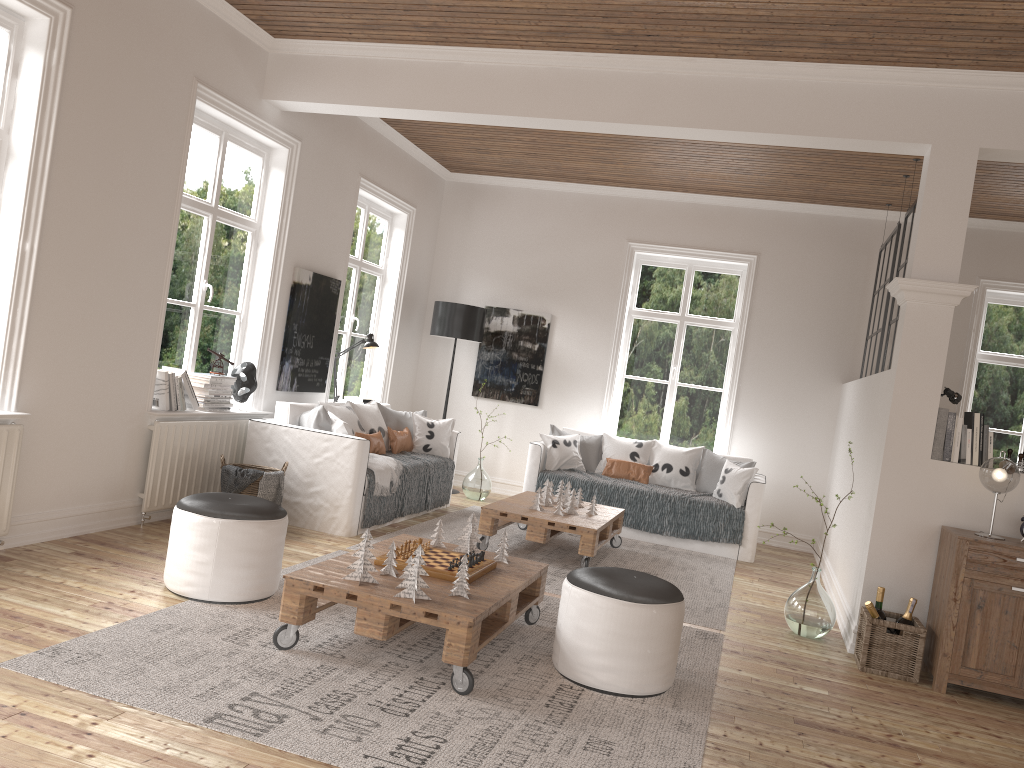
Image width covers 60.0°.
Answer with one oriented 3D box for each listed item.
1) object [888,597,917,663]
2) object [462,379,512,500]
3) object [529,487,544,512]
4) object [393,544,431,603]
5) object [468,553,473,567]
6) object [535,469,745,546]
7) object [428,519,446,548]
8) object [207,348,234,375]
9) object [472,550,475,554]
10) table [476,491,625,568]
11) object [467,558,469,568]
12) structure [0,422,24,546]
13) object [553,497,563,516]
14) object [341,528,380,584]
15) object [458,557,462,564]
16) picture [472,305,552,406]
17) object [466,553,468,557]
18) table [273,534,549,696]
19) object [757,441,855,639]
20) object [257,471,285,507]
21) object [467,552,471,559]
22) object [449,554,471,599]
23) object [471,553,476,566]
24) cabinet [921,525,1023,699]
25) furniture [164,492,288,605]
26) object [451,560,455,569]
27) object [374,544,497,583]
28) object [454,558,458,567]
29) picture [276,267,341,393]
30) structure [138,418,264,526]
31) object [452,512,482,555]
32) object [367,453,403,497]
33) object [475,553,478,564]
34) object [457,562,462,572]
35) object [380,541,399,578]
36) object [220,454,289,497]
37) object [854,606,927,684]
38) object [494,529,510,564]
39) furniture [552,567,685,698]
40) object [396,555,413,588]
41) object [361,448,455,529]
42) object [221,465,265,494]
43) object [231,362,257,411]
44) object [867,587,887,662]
[{"bbox_3d":[1.974,1.259,4.518,0.127,0.361,0.094,9,1,16],"label":"object"},{"bbox_3d":[-0.195,0.523,8.259,0.275,1.117,0.515,9,1,32],"label":"object"},{"bbox_3d":[0.181,0.777,6.044,0.093,0.161,0.088,9,1,25],"label":"object"},{"bbox_3d":[-0.362,0.709,3.359,0.107,0.208,0.106,9,1,32],"label":"object"},{"bbox_3d":[-0.181,0.771,3.884,0.025,0.058,0.025,8,1,-29],"label":"object"},{"bbox_3d":[1.093,0.994,7.489,1.704,0.390,0.656,9,1,16],"label":"object"},{"bbox_3d":[-0.362,0.732,4.370,0.079,0.137,0.075,8,1,-26],"label":"object"},{"bbox_3d":[-1.910,-0.146,5.801,0.177,0.161,0.092,8,1,-16],"label":"object"},{"bbox_3d":[-0.179,0.780,4.062,0.017,0.037,0.017,9,1,35],"label":"object"},{"bbox_3d":[0.300,1.025,6.274,0.821,0.300,1.189,9,1,16],"label":"table"},{"bbox_3d":[-0.196,0.775,3.840,0.022,0.047,0.022,8,1,-16],"label":"object"},{"bbox_3d":[-2.565,0.575,3.632,0.095,0.829,1.223,9,1,16],"label":"structure"},{"bbox_3d":[0.321,0.818,5.981,0.068,0.124,0.072,9,1,0],"label":"object"},{"bbox_3d":[-0.582,0.672,3.492,0.109,0.213,0.108,9,1,40],"label":"object"},{"bbox_3d":[-0.226,0.775,3.892,0.017,0.037,0.017,9,1,35],"label":"object"},{"bbox_3d":[-0.006,-0.281,8.728,0.680,0.908,0.041,9,1,16],"label":"picture"},{"bbox_3d":[-0.204,0.778,3.976,0.017,0.037,0.017,9,1,35],"label":"object"},{"bbox_3d":[-0.366,0.958,3.877,0.821,0.300,1.189,9,1,16],"label":"table"},{"bbox_3d":[1.611,0.840,4.902,0.515,1.117,0.275,8,1,-18],"label":"object"},{"bbox_3d":[-1.614,0.696,5.537,0.290,0.356,0.349,8,1,-45],"label":"object"},{"bbox_3d":[-0.192,0.779,4.018,0.017,0.037,0.017,9,1,35],"label":"object"},{"bbox_3d":[-0.195,0.753,3.509,0.085,0.166,0.085,9,1,1],"label":"object"},{"bbox_3d":[-0.171,0.774,3.925,0.025,0.055,0.025,8,1,-42],"label":"object"},{"bbox_3d":[2.795,1.202,4.204,1.432,0.750,0.408,9,1,16],"label":"cabinet"},{"bbox_3d":[-1.321,0.746,4.116,0.518,0.430,0.518,9,1,37],"label":"furniture"},{"bbox_3d":[-0.253,0.772,3.809,0.017,0.037,0.017,9,1,35],"label":"object"},{"bbox_3d":[-0.330,0.796,3.946,0.429,0.036,0.429,9,1,16],"label":"object"},{"bbox_3d":[-0.241,0.774,3.853,0.017,0.037,0.017,9,1,35],"label":"object"},{"bbox_3d":[-1.542,-0.390,6.774,0.041,0.908,0.680,9,1,16],"label":"picture"},{"bbox_3d":[-1.974,0.634,5.721,0.095,0.829,1.223,9,1,16],"label":"structure"},{"bbox_3d":[-0.199,0.723,4.316,0.118,0.204,0.111,9,1,39],"label":"object"},{"bbox_3d":[-1.106,0.586,6.267,0.729,0.255,0.588,9,1,20],"label":"object"},{"bbox_3d":[-0.159,0.779,3.969,0.022,0.047,0.022,8,1,-42],"label":"object"},{"bbox_3d":[-0.219,0.777,3.754,0.019,0.040,0.019,9,1,12],"label":"object"},{"bbox_3d":[-0.500,0.718,3.669,0.082,0.141,0.077,8,1,-3],"label":"object"},{"bbox_3d":[-1.645,0.679,5.566,0.393,0.432,0.393,9,1,38],"label":"object"},{"bbox_3d":[1.899,1.308,4.469,0.276,0.270,0.276,9,1,16],"label":"object"},{"bbox_3d":[-0.041,0.769,4.243,0.082,0.160,0.082,9,1,5],"label":"object"},{"bbox_3d":[0.448,1.017,3.718,0.518,0.430,0.518,9,1,19],"label":"furniture"},{"bbox_3d":[-0.407,0.739,3.489,0.076,0.132,0.072,9,1,16],"label":"object"},{"bbox_3d":[-0.997,0.733,6.690,0.651,0.423,1.680,9,1,16],"label":"object"},{"bbox_3d":[-1.653,0.673,5.495,0.303,0.332,0.367,9,1,7],"label":"object"},{"bbox_3d":[-1.851,0.012,6.086,0.171,0.340,0.177,8,1,-38],"label":"object"},{"bbox_3d":[1.866,1.229,4.547,0.095,0.377,0.095,8,1,-38],"label":"object"}]
